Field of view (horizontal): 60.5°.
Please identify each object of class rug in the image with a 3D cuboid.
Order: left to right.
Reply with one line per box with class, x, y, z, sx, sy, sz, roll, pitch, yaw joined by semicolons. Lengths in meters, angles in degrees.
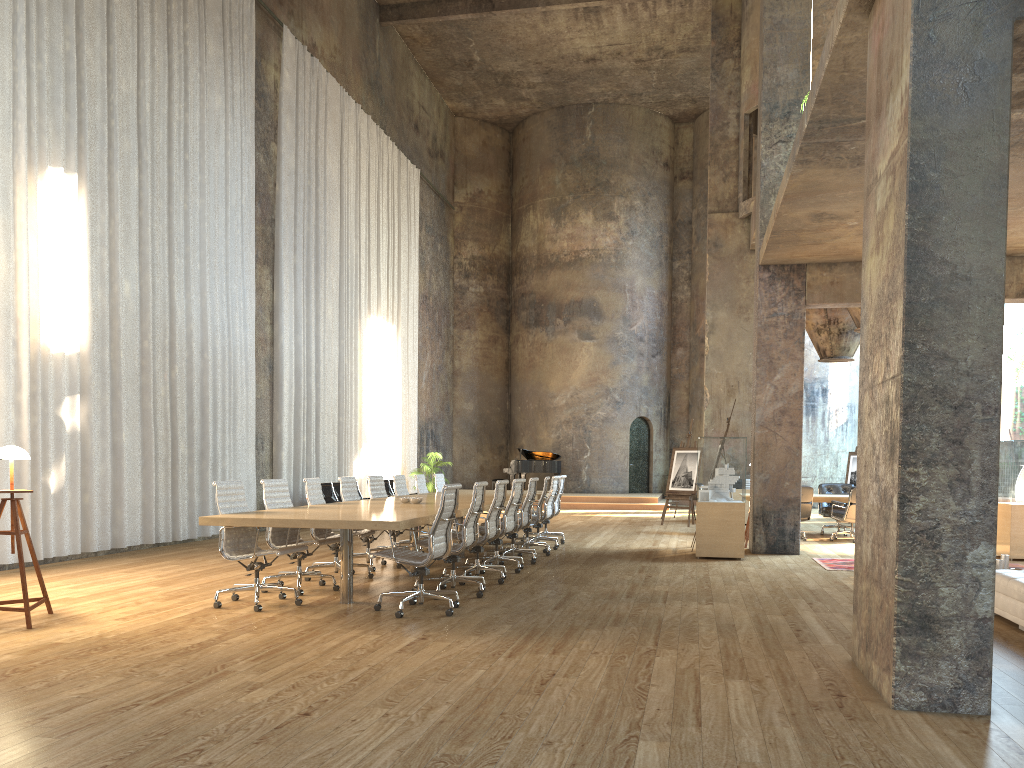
rug;4.932;2.170;10.437;2.462;0.009;1.348;-1;-5;12

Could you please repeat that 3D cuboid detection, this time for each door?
door;3.761;2.117;26.217;0.902;2.303;0.091;0;3;-30

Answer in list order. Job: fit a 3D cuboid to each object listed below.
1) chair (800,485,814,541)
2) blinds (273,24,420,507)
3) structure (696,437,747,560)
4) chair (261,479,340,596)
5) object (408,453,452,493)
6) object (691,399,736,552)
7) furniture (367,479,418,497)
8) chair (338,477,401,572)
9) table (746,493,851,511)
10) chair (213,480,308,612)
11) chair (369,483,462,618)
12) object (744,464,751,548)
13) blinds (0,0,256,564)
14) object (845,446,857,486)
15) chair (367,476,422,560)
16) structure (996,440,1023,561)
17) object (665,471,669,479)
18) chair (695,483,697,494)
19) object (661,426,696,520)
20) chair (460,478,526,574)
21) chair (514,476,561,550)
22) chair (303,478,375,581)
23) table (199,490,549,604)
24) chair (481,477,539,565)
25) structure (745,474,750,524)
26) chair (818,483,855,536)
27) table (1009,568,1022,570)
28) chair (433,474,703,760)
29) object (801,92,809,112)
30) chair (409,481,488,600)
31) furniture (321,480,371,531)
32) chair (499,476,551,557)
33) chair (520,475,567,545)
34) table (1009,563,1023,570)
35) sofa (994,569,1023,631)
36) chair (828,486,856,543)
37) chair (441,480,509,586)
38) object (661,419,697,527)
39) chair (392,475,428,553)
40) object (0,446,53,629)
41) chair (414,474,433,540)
chair;4.422;2.060;14.108;0.729;0.894;0.821;0;-1;5
blinds;-3.195;-1.514;18.941;0.275;8.665;7.827;1;-1;13
structure;2.696;1.470;11.382;0.594;1.552;0.741;1;1;12
chair;-1.935;1.395;8.125;0.698;1.028;0.665;1;0;20
object;-1.977;2.411;21.676;1.091;1.460;1.128;0;0;3
object;2.857;1.278;12.247;0.684;2.153;0.699;1;2;11
furniture;-2.340;2.392;18.165;0.708;0.842;1.873;0;-4;12
chair;-1.585;1.557;9.879;0.698;1.028;0.665;1;0;17
table;5.058;2.216;14.716;2.409;0.702;1.105;0;-3;12
chair;-2.081;1.316;7.273;0.698;1.028;0.665;1;0;17
chair;-0.751;1.302;6.986;0.698;1.028;0.665;1;0;17
object;3.703;1.752;12.906;0.570;1.301;0.657;1;1;12
blinds;-4.938;-2.297;10.478;0.275;8.665;7.827;1;-1;13
object;8.165;2.073;20.484;0.700;2.153;0.683;2;2;41
chair;-1.405;1.637;10.741;0.698;1.028;0.665;1;0;20
structure;6.724;1.516;11.490;0.594;1.552;0.741;1;1;12
object;4.990;2.973;26.424;0.912;0.993;0.907;0;-1;23
chair;3.539;2.137;15.036;0.820;0.895;0.729;0;-1;8
object;3.706;1.915;19.182;0.683;2.153;0.700;2;2;38
chair;-0.196;1.553;9.694;0.698;1.028;0.665;1;0;20
chair;0.343;1.795;12.308;0.698;1.028;0.665;1;0;20
chair;-1.762;1.472;8.963;0.699;1.028;0.664;1;0;11
table;-0.824;1.732;10.298;1.600;0.759;7.723;0;-5;12
chair;-0.015;1.632;10.556;0.698;1.028;0.665;1;0;17
structure;4.644;2.335;17.798;0.743;1.017;0.734;0;0;12
chair;5.714;2.185;15.354;0.729;0.894;0.821;0;-1;12
table;4.493;1.874;8.237;0.790;0.203;1.111;0;-5;12
chair;1.918;1.862;12.818;12.948;1.033;31.538;-1;-5;12
object;4.276;-2.737;10.825;1.401;1.814;1.355;0;0;18
chair;-0.558;1.388;7.914;0.699;1.028;0.664;1;0;15
furniture;-2.822;2.176;15.827;0.708;0.842;1.873;0;-4;12
chair;0.178;1.717;11.468;0.699;1.028;0.664;1;0;11
chair;0.482;1.873;13.161;0.698;1.028;0.665;1;0;17
table;4.567;1.885;8.597;0.859;0.247;0.370;0;-3;12
sofa;4.956;1.547;7.482;2.063;0.722;2.932;0;-5;12
chair;5.419;2.053;13.934;0.730;0.894;0.821;1;-1;-15
chair;-0.374;1.471;8.813;0.698;1.028;0.665;1;0;17
object;3.428;1.743;17.311;0.700;2.153;0.683;2;2;44
chair;-1.227;1.718;11.621;0.698;1.028;0.665;1;0;17
object;-3.560;1.090;6.316;0.569;1.301;0.658;2;2;45
chair;-1.043;1.802;12.520;0.699;1.028;0.664;1;0;15
